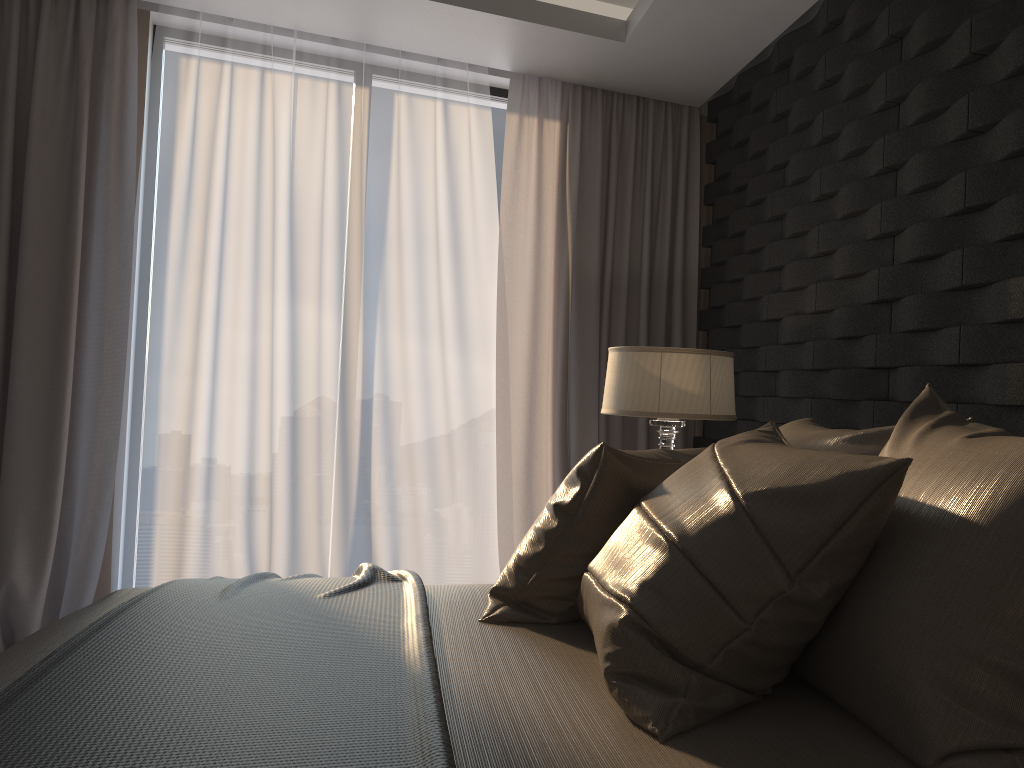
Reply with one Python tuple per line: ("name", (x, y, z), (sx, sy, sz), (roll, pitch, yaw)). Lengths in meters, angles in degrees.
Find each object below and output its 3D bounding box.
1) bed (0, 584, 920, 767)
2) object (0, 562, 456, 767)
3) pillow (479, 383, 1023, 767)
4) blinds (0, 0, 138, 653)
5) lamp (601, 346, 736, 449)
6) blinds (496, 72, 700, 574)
("bed", (0.008, 0.776, 1.457), (2.346, 0.624, 2.240), (3, 0, -10))
("object", (-0.436, 0.577, 1.354), (0.632, 0.322, 2.006), (3, 0, -9))
("pillow", (0.420, 0.239, 1.599), (0.917, 0.518, 1.233), (3, 0, -8))
("blinds", (-1.923, -0.307, 3.027), (1.090, 2.642, 0.344), (3, -1, -21))
("lamp", (0.534, 0.201, 3.027), (0.449, 0.631, 0.482), (2, -1, 22))
("blinds", (0.436, -0.198, 4.012), (1.040, 2.641, 0.327), (3, -1, -21))
